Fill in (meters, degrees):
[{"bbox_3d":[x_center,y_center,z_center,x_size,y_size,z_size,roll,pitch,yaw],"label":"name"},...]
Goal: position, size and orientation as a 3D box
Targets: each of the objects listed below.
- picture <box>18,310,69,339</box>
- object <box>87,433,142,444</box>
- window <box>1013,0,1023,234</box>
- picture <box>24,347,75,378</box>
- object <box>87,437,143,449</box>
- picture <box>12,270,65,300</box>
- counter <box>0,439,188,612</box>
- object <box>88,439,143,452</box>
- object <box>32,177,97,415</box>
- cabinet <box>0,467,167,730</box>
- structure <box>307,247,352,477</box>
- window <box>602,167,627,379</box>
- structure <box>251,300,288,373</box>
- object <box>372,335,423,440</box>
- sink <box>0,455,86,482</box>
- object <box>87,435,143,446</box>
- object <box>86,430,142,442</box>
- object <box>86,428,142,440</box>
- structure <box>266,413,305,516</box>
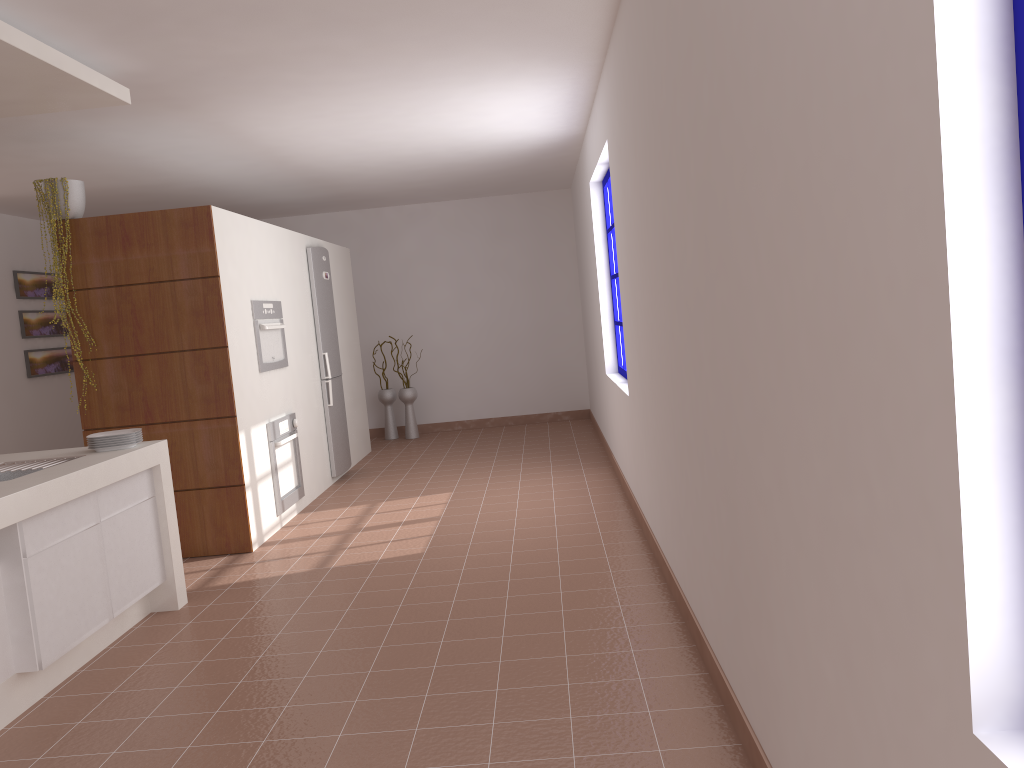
[{"bbox_3d":[-4.284,-0.580,8.474,0.015,0.248,1.408,-5,5,2],"label":"picture"},{"bbox_3d":[-1.806,0.252,4.038,0.228,0.020,0.228,-7,5,-16],"label":"object"},{"bbox_3d":[0.547,-0.239,0.127,0.035,1.430,1.699,-5,5,2],"label":"window"},{"bbox_3d":[-4.251,-0.233,8.503,0.015,0.248,1.408,-5,5,2],"label":"picture"},{"bbox_3d":[-1.804,0.272,4.040,0.228,0.020,0.228,-7,5,-16],"label":"object"},{"bbox_3d":[-4.317,-0.927,8.445,0.015,0.248,1.408,-5,5,2],"label":"picture"},{"bbox_3d":[-2.043,0.789,3.191,0.821,0.800,2.156,-5,5,2],"label":"counter"},{"bbox_3d":[-1.803,0.282,4.041,0.228,0.020,0.228,-7,5,-16],"label":"object"},{"bbox_3d":[-2.526,-0.494,5.079,0.297,1.344,0.279,-9,6,-38],"label":"object"},{"bbox_3d":[-2.036,0.843,3.139,0.737,0.700,2.048,-5,5,2],"label":"cabinet"},{"bbox_3d":[-1.491,-0.196,7.350,0.089,1.862,0.604,-5,5,2],"label":"structure"},{"bbox_3d":[0.728,-0.724,5.802,0.035,1.430,1.699,-5,5,2],"label":"window"},{"bbox_3d":[-1.571,-0.324,5.853,0.056,0.454,0.614,-5,5,2],"label":"structure"},{"bbox_3d":[-1.150,0.032,9.432,0.655,1.112,0.284,-4,5,21],"label":"object"},{"bbox_3d":[-2.071,0.351,3.577,0.404,0.368,0.668,-5,5,2],"label":"sink"},{"bbox_3d":[-1.805,0.262,4.039,0.228,0.020,0.228,-7,5,-16],"label":"object"},{"bbox_3d":[-1.807,0.242,4.037,0.228,0.020,0.228,-7,5,-16],"label":"object"},{"bbox_3d":[-1.808,0.232,4.036,0.228,0.020,0.228,-7,5,-16],"label":"object"},{"bbox_3d":[-1.496,0.518,5.926,0.058,0.592,0.596,-5,5,2],"label":"structure"}]
